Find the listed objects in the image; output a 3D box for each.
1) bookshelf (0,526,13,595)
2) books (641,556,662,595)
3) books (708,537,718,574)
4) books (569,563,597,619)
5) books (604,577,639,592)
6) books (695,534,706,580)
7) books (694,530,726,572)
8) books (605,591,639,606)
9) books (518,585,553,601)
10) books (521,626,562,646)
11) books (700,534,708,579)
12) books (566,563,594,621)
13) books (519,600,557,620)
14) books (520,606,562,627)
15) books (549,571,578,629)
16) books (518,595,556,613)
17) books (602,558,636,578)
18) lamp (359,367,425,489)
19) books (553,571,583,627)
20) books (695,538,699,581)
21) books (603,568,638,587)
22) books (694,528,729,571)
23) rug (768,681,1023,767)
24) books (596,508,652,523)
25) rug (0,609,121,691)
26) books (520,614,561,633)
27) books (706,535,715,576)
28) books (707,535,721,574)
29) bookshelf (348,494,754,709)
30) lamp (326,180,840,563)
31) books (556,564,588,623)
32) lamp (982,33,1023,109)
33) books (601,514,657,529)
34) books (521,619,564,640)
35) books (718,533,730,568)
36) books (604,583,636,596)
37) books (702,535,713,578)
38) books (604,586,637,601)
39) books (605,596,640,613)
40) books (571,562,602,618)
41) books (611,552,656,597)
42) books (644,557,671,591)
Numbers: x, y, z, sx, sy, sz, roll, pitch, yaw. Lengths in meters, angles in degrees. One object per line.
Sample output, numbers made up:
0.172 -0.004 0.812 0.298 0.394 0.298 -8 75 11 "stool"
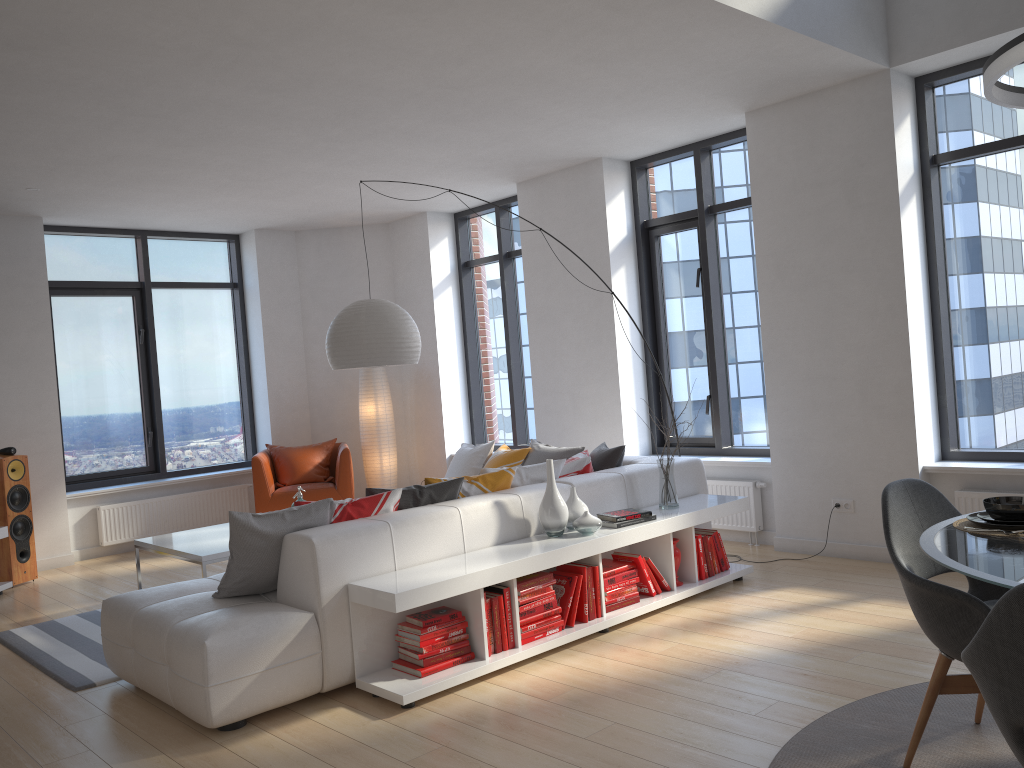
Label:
-4.148 0.594 5.212 0.455 2.052 3.000 -4 1 3 "bookshelf"
0.710 1.051 4.910 0.148 0.232 0.171 -5 1 -41 "books"
1.127 1.014 5.277 0.081 0.230 0.165 -5 1 -42 "books"
0.354 1.068 4.583 0.028 0.266 0.188 -5 1 -42 "books"
0.523 1.063 4.757 0.261 0.027 0.191 -5 1 -38 "books"
1.030 1.004 5.188 0.050 0.268 0.198 -5 1 -43 "books"
1.166 1.001 5.328 0.119 0.249 0.187 -5 1 -42 "books"
0.518 1.138 4.744 0.266 0.026 0.187 -5 1 -37 "books"
0.043 1.012 4.327 0.257 0.025 0.182 -5 1 -42 "books"
0.076 1.211 4.331 0.274 0.029 0.200 -5 1 -43 "books"
1.055 1.006 5.207 0.056 0.262 0.185 -5 1 -42 "books"
0.325 1.067 4.570 0.038 0.270 0.215 -5 1 -42 "books"
0.050 1.093 4.346 0.279 0.039 0.206 -5 1 -41 "books"
0.058 1.128 4.350 0.301 0.032 0.227 -5 1 -42 "books"
0.228 1.087 4.467 0.144 0.247 0.188 -5 1 -42 "books"
0.057 1.060 4.332 0.191 0.027 0.261 -4 1 43 "books"
0.484 0.997 4.780 0.301 0.032 0.227 -5 1 -42 "books"
-1.125 0.560 8.762 0.804 1.550 0.502 -4 1 8 "lamp"
0.263 1.084 4.490 0.115 0.245 0.192 -5 1 -42 "books"
1.009 1.014 5.158 0.026 0.250 0.168 -5 1 -43 "books"
0.508 1.031 4.767 0.279 0.039 0.206 -5 1 -43 "books"
1.188 0.996 5.353 0.116 0.255 0.198 -5 1 -42 "books"
1.934 1.182 2.307 2.499 0.010 2.499 -4 1 21 "rug"
0.611 0.715 4.833 0.238 0.027 0.188 -5 1 -29 "books"
-1.807 1.427 5.632 2.326 0.016 1.662 -5 1 -43 "rug"
0.082 1.155 4.321 0.266 0.026 0.187 -5 1 -43 "books"
1.105 1.009 5.250 0.066 0.247 0.175 -5 1 -42 "books"
1.143 1.011 5.296 0.083 0.233 0.178 -5 1 -42 "books"
0.375 1.027 4.630 2.600 0.500 0.356 -5 1 -42 "bookshelf"
0.426 -0.071 5.830 3.199 2.647 0.710 -5 1 -6 "lamp"
0.308 1.065 4.532 0.046 0.282 0.199 -5 1 -42 "books"
1.616 -2.893 2.247 1.000 4.513 1.000 -5 1 -41 "lamp"
0.597 0.742 4.852 0.300 0.026 0.245 -5 1 -37 "books"
0.088 1.181 4.320 0.282 0.030 0.188 -5 1 -41 "books"
1.213 1.006 5.377 0.103 0.230 0.173 -5 1 -42 "books"
0.521 1.088 4.748 0.236 0.023 0.178 -5 1 -42 "books"
1.076 1.008 5.238 0.076 0.252 0.199 -5 1 -42 "books"
0.519 1.112 4.756 0.257 0.025 0.182 -5 1 -42 "books"
0.521 1.167 4.757 0.259 0.034 0.206 -5 1 -39 "books"
0.384 1.063 4.591 0.028 0.269 0.181 -5 1 -43 "books"
0.670 1.046 4.883 0.134 0.248 0.192 -5 1 -43 "books"
0.752 1.054 4.948 0.186 0.223 0.188 -5 1 -42 "books"
